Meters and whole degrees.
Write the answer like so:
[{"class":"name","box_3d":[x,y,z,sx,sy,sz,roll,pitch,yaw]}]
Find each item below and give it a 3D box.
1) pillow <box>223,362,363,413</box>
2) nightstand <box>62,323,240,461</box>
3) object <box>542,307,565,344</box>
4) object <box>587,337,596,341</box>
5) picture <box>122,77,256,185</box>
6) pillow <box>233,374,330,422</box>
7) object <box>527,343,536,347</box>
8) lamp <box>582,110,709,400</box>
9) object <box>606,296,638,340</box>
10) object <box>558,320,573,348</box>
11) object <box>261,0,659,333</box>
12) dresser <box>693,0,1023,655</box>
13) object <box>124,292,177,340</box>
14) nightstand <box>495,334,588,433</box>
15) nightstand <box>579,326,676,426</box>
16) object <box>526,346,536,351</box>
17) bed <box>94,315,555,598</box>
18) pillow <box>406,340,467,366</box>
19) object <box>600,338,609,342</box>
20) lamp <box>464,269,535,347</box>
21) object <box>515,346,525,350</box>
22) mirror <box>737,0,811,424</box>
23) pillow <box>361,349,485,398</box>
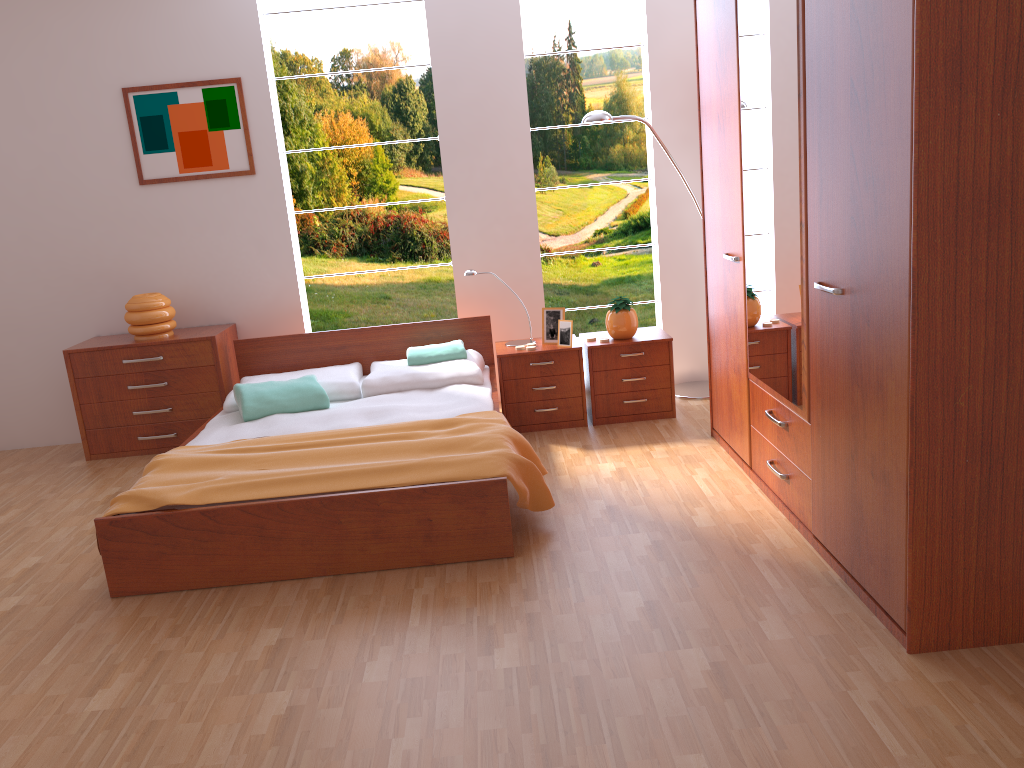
[{"class":"pillow","box_3d":[-1.128,0.024,4.644,0.682,0.157,0.574,-7,14,-7]},{"class":"nightstand","box_3d":[-1.967,0.041,4.987,0.815,0.626,0.428,-6,13,-1]},{"class":"object","box_3d":[0.217,-0.303,4.644,0.131,0.191,0.037,2,15,28]},{"class":"object","box_3d":[0.418,-0.235,4.664,0.049,0.018,0.049,-9,14,-14]},{"class":"picture","box_3d":[-1.772,-1.388,4.884,0.645,0.517,0.030,-6,13,-1]},{"class":"pillow","box_3d":[-1.117,0.064,4.296,0.425,0.164,0.334,-11,15,-24]},{"class":"object","box_3d":[0.103,-0.202,4.648,0.049,0.018,0.049,-9,14,-14]},{"class":"lamp","box_3d":[0.841,-0.685,4.833,0.799,1.603,0.387,-12,15,-27]},{"class":"object","box_3d":[0.571,-0.347,4.625,0.169,0.223,0.170,-11,14,-21]},{"class":"object","box_3d":[0.273,-0.259,4.548,0.094,0.137,0.027,7,18,42]},{"class":"object","box_3d":[-0.203,-1.260,5.067,2.205,1.815,0.033,-6,13,-1]},{"class":"dresser","box_3d":[1.135,-0.498,3.086,0.487,2.004,2.017,-6,13,-1]},{"class":"object","box_3d":[-1.992,-0.374,4.886,0.264,0.244,0.264,-2,14,15]},{"class":"nightstand","box_3d":[0.153,0.004,4.746,0.439,0.442,0.377,-6,13,-1]},{"class":"nightstand","box_3d":[0.616,-0.042,4.754,0.439,0.442,0.377,-6,13,-1]},{"class":"object","box_3d":[0.098,-0.182,4.568,0.049,0.018,0.049,-9,14,-14]},{"class":"bed","box_3d":[-0.694,0.177,4.031,1.632,0.560,1.990,-6,13,-1]},{"class":"pillow","box_3d":[-0.405,-0.155,4.728,0.322,0.116,0.276,-6,13,-4]},{"class":"object","box_3d":[0.480,-0.226,4.600,0.049,0.018,0.049,-9,14,-14]},{"class":"lamp","box_3d":[-0.059,-0.407,4.685,0.337,0.421,0.163,-8,14,-13]},{"class":"object","box_3d":[0.043,-0.186,4.605,0.049,0.018,0.049,-9,14,-14]},{"class":"mirror","box_3d":[0.909,-0.693,3.078,0.037,1.556,0.681,-6,13,-1]},{"class":"pillow","box_3d":[-0.451,-0.047,4.676,0.630,0.182,0.574,-6,13,-3]}]
